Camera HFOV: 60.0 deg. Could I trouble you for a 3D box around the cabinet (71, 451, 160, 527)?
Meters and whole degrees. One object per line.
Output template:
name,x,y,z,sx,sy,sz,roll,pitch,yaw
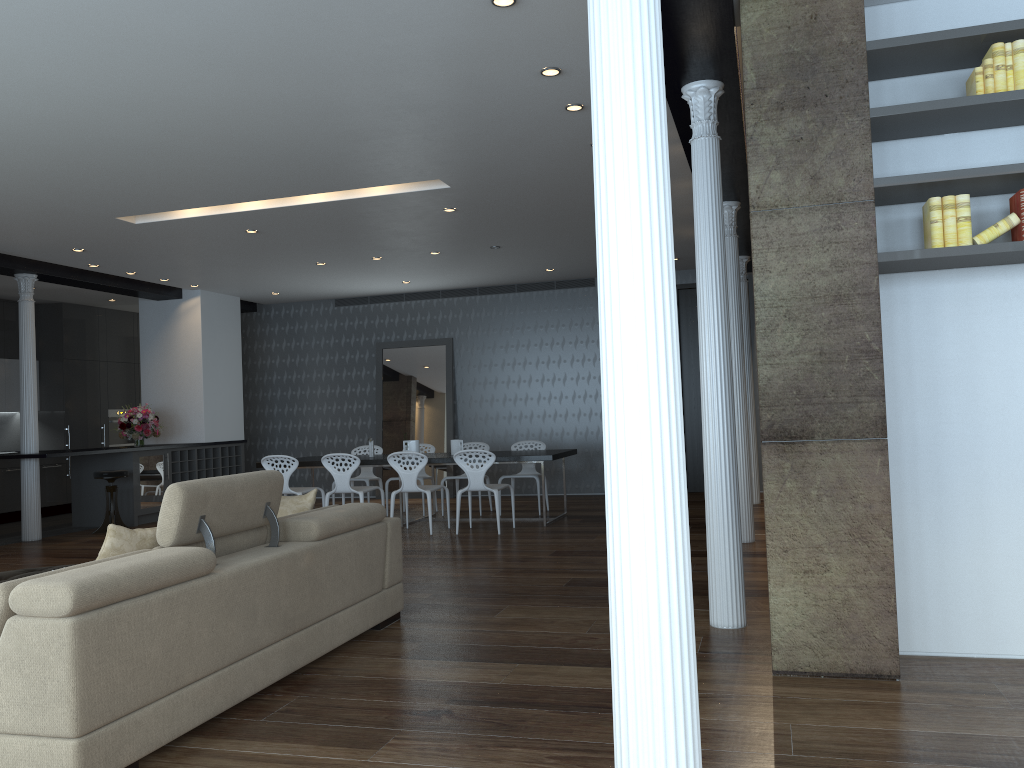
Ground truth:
cabinet,-4.851,1.277,10.998,0.900,0.897,0.642,-3,-2,16

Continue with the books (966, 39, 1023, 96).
books,2.071,-1.291,3.713,0.278,0.220,0.209,-3,-2,15

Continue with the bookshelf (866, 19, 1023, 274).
bookshelf,3.876,-1.092,3.270,4.804,0.942,0.400,-3,-2,16

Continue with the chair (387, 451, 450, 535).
chair,-0.967,1.087,9.006,0.495,0.835,0.581,-3,-2,16

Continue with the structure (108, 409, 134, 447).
structure,-6.221,0.700,13.671,0.591,0.596,0.595,-3,-2,16

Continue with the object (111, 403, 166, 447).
object,-4.722,0.515,11.217,0.570,0.552,0.544,-3,-2,22

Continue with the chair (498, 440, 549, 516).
chair,0.152,1.086,10.367,0.495,0.835,0.581,-3,-2,16

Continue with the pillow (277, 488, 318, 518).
pillow,-1.422,0.819,5.156,0.518,0.393,0.395,-3,-2,20

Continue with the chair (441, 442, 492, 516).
chair,-0.522,1.119,10.562,0.495,0.835,0.581,-3,-2,16

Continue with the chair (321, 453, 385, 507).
chair,-1.672,1.122,9.219,0.495,0.835,0.581,-3,-2,16

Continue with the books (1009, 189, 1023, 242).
books,3.541,-0.765,3.301,2.981,0.237,0.242,-3,-2,16

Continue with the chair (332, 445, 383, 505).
chair,-1.870,1.186,10.952,0.495,0.835,0.581,-3,-2,16

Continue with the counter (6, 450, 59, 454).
counter,-7.144,1.018,10.858,0.807,0.223,3.597,-3,-2,16

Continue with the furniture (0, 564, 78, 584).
furniture,-2.631,1.246,4.912,1.057,0.355,1.057,-3,-2,18

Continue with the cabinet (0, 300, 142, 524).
cabinet,-6.632,0.354,12.708,0.827,2.980,7.409,-3,-2,16

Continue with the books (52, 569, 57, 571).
books,-2.432,1.064,5.057,0.300,0.031,0.219,-3,-2,31

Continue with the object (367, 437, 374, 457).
object,-1.610,0.716,10.085,0.076,0.233,0.161,-2,-2,-2

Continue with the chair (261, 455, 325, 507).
chair,-2.344,1.156,9.418,0.495,0.835,0.581,-3,-2,16

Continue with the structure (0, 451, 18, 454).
structure,-6.940,0.918,11.429,0.520,0.066,0.900,-3,-2,16

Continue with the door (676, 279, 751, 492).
door,2.730,0.044,11.909,1.000,2.814,0.246,-3,-2,16

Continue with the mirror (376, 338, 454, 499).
mirror,-1.418,0.501,12.864,1.200,2.294,0.240,-3,-2,16

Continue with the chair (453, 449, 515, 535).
chair,-0.293,1.054,8.832,0.495,0.835,0.581,-3,-2,16

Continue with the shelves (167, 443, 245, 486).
shelves,-4.525,1.300,12.122,0.900,0.897,1.700,-3,-2,16

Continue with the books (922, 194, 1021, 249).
books,1.948,-0.676,3.757,0.345,0.224,0.189,-3,-2,16

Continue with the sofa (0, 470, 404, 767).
sofa,-1.485,0.895,4.116,1.021,0.950,2.581,-3,-2,16

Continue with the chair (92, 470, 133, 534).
chair,-1.621,1.292,8.444,21.556,0.952,16.134,-3,-2,16

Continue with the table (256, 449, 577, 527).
table,-1.042,1.173,9.978,3.400,0.733,1.200,-3,-2,16

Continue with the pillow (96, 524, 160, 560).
pillow,-1.592,0.769,3.764,0.368,0.416,0.519,-3,-2,21

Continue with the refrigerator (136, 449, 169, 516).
refrigerator,-4.431,1.197,10.907,0.075,0.774,0.578,-3,-2,20

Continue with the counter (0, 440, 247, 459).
counter,-4.823,0.813,11.177,1.000,0.040,3.700,-3,-2,16

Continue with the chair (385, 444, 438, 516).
chair,-1.196,1.153,10.757,0.495,0.835,0.581,-3,-2,16
